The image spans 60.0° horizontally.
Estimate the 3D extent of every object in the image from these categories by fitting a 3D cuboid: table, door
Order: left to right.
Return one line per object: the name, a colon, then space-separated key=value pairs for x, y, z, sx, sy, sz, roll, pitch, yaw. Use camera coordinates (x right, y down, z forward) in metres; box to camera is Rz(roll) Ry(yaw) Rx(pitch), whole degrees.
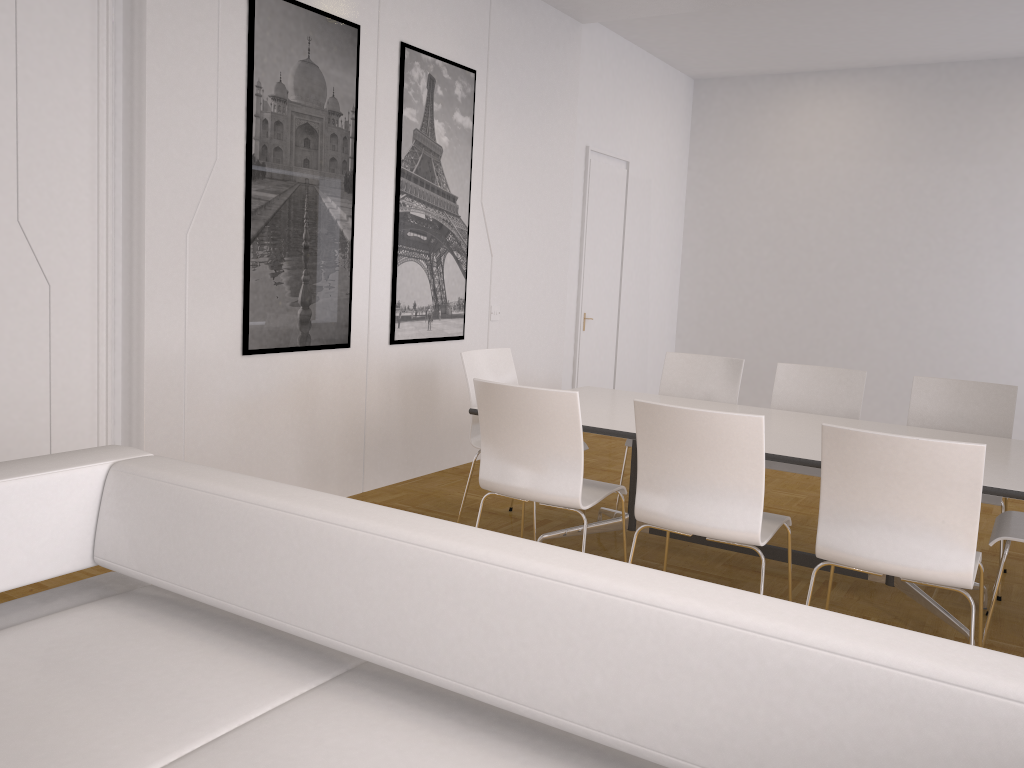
door: x=0.807 y=-0.867 z=8.123 sx=0.132 sy=2.447 sz=0.872 roll=7 pitch=7 yaw=31
table: x=1.123 y=0.551 z=4.035 sx=2.413 sy=0.720 sz=1.212 roll=7 pitch=8 yaw=31

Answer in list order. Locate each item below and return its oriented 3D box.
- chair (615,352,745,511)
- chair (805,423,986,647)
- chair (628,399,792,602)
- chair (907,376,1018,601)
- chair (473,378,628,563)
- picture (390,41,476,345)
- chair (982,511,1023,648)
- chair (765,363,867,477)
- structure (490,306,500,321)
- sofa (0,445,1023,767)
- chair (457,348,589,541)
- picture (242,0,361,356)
chair: x=0.975 y=0.314 z=5.025 sx=0.561 sy=0.929 sz=0.576 roll=7 pitch=8 yaw=31
chair: x=1.308 y=0.594 z=3.005 sx=0.561 sy=0.929 sz=0.576 roll=7 pitch=8 yaw=31
chair: x=0.746 y=0.521 z=3.346 sx=0.561 sy=0.929 sz=0.576 roll=7 pitch=8 yaw=31
chair: x=2.134 y=0.465 z=4.322 sx=0.561 sy=0.929 sz=0.576 roll=7 pitch=8 yaw=31
chair: x=0.149 y=0.443 z=3.708 sx=0.561 sy=0.929 sz=0.576 roll=7 pitch=8 yaw=31
picture: x=-0.483 y=-1.150 z=5.600 sx=0.016 sy=1.776 sz=0.788 roll=7 pitch=7 yaw=31
chair: x=2.159 y=0.589 z=3.379 sx=0.576 sy=0.929 sz=0.561 roll=7 pitch=8 yaw=31
chair: x=1.537 y=0.387 z=4.684 sx=0.561 sy=0.929 sz=0.576 roll=7 pitch=8 yaw=31
structure: x=-0.118 y=-0.507 z=6.342 sx=0.013 sy=0.104 sz=0.114 roll=7 pitch=8 yaw=31
sofa: x=-0.192 y=0.750 z=1.422 sx=2.625 sy=0.847 sz=0.823 roll=7 pitch=8 yaw=31
chair: x=0.043 y=0.306 z=4.661 sx=0.576 sy=0.929 sz=0.561 roll=7 pitch=8 yaw=31
picture: x=-1.081 y=-1.055 z=4.630 sx=0.013 sy=1.776 sz=0.788 roll=7 pitch=7 yaw=31
